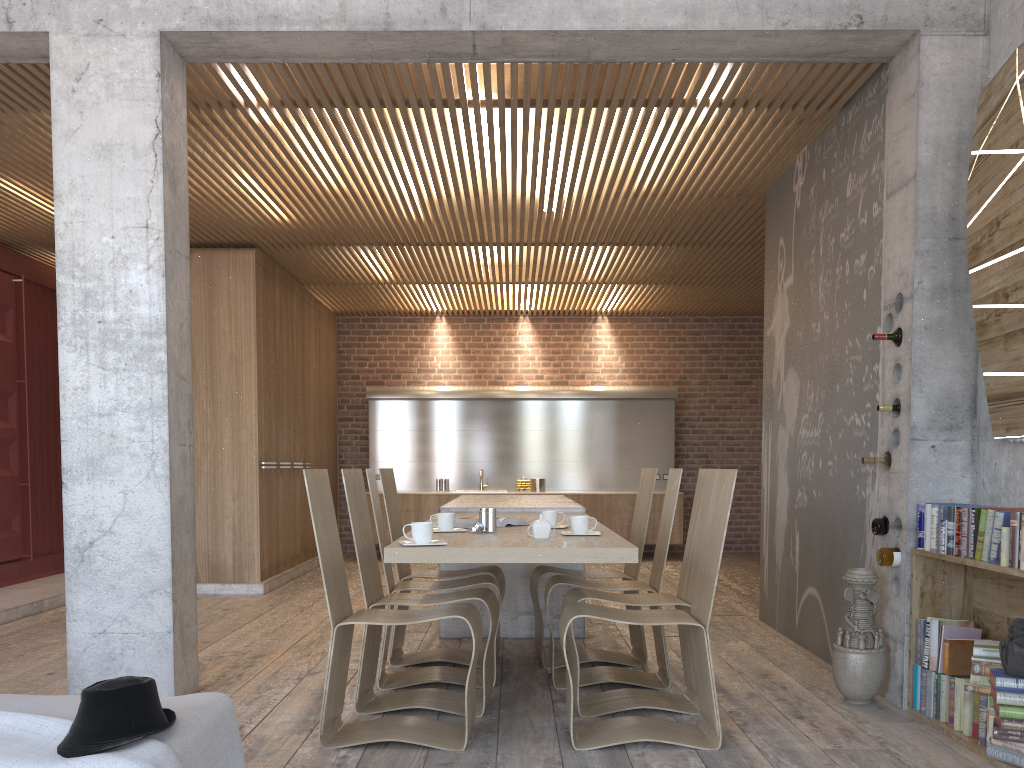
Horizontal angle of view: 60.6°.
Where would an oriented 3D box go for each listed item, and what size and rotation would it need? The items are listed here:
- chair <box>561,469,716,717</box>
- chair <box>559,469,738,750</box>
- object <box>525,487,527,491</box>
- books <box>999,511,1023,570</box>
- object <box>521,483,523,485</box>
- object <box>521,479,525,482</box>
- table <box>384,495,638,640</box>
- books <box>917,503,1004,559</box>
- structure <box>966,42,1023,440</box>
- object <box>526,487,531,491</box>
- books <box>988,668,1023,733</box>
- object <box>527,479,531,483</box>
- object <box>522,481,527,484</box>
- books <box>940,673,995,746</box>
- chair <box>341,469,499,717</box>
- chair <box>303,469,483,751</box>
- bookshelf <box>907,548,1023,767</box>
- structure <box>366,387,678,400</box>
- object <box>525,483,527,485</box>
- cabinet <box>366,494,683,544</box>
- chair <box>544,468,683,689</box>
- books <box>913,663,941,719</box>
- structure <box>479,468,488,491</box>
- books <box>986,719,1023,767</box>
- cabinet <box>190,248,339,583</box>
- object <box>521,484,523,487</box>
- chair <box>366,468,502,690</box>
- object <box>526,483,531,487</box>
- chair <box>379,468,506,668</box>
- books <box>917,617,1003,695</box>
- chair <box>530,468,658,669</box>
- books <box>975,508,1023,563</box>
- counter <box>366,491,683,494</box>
[{"bbox_3d":[0.627,1.016,4.354,0.722,1.199,0.347,0,3,-4],"label":"chair"},{"bbox_3d":[0.577,0.969,3.848,0.722,1.199,0.347,0,3,0],"label":"chair"},{"bbox_3d":[0.191,1.356,11.328,0.061,0.056,0.050,0,-1,-9],"label":"object"},{"bbox_3d":[2.060,0.608,3.409,0.209,0.221,0.278,0,-2,-1],"label":"books"},{"bbox_3d":[0.136,1.302,11.376,0.064,0.053,0.051,-1,-2,38],"label":"object"},{"bbox_3d":[0.142,1.254,11.341,0.051,0.054,0.063,-1,-2,37],"label":"object"},{"bbox_3d":[0.001,1.314,6.059,1.011,0.920,5.200,0,-5,0],"label":"table"},{"bbox_3d":[2.058,0.665,4.011,0.214,0.220,0.491,0,-4,0],"label":"books"},{"bbox_3d":[2.074,-0.674,2.221,0.359,1.532,3.420,0,-4,0],"label":"structure"},{"bbox_3d":[0.215,1.349,11.274,0.062,0.052,0.053,1,-1,-16],"label":"object"},{"bbox_3d":[2.015,1.245,3.436,0.246,0.211,0.189,-1,-1,21],"label":"books"},{"bbox_3d":[0.214,1.253,11.314,0.050,0.060,0.059,0,-1,35],"label":"object"},{"bbox_3d":[0.160,1.263,11.274,0.063,0.053,0.051,2,-2,-42],"label":"object"},{"bbox_3d":[2.079,1.418,3.821,0.242,0.238,0.495,0,-4,0],"label":"books"},{"bbox_3d":[-0.440,1.017,4.356,0.722,1.199,0.347,0,3,5],"label":"chair"},{"bbox_3d":[-0.504,0.969,3.850,0.722,1.199,0.347,0,3,4],"label":"chair"},{"bbox_3d":[2.092,0.953,1.634,0.303,0.800,5.335,0,-5,0],"label":"bookshelf"},{"bbox_3d":[0.129,0.118,11.555,4.076,0.158,0.208,0,-2,0],"label":"structure"},{"bbox_3d":[0.186,1.286,11.342,0.055,0.051,0.061,-1,-2,29],"label":"object"},{"bbox_3d":[0.129,1.061,11.597,4.113,2.084,1.072,0,1,0],"label":"cabinet"},{"bbox_3d":[0.546,1.064,4.859,0.722,1.199,0.347,0,3,0],"label":"chair"},{"bbox_3d":[2.051,1.464,4.205,0.204,0.221,0.273,0,-2,0],"label":"books"},{"bbox_3d":[-0.377,1.346,11.581,0.115,0.477,0.247,0,1,0],"label":"structure"},{"bbox_3d":[2.022,1.422,3.456,0.248,0.151,0.261,3,-4,-44],"label":"books"},{"bbox_3d":[-3.080,0.474,10.019,1.518,3.132,3.758,0,-2,0],"label":"cabinet"},{"bbox_3d":[0.148,1.313,11.301,0.051,0.053,0.062,-1,-2,43],"label":"object"},{"bbox_3d":[-0.423,1.064,4.861,0.722,1.199,0.347,0,3,-3],"label":"chair"},{"bbox_3d":[0.210,1.301,11.297,0.061,0.054,0.053,0,-1,-9],"label":"object"},{"bbox_3d":[-0.415,1.111,5.367,0.722,1.199,0.347,0,3,5],"label":"chair"},{"bbox_3d":[2.075,1.216,3.914,0.300,0.262,0.718,0,-4,5],"label":"books"},{"bbox_3d":[0.487,1.111,5.365,0.722,1.199,0.347,0,3,-6],"label":"chair"},{"bbox_3d":[2.070,0.630,3.655,0.189,0.229,0.199,0,0,0],"label":"books"},{"bbox_3d":[0.129,1.413,11.407,4.076,0.020,0.655,0,-5,0],"label":"counter"}]
